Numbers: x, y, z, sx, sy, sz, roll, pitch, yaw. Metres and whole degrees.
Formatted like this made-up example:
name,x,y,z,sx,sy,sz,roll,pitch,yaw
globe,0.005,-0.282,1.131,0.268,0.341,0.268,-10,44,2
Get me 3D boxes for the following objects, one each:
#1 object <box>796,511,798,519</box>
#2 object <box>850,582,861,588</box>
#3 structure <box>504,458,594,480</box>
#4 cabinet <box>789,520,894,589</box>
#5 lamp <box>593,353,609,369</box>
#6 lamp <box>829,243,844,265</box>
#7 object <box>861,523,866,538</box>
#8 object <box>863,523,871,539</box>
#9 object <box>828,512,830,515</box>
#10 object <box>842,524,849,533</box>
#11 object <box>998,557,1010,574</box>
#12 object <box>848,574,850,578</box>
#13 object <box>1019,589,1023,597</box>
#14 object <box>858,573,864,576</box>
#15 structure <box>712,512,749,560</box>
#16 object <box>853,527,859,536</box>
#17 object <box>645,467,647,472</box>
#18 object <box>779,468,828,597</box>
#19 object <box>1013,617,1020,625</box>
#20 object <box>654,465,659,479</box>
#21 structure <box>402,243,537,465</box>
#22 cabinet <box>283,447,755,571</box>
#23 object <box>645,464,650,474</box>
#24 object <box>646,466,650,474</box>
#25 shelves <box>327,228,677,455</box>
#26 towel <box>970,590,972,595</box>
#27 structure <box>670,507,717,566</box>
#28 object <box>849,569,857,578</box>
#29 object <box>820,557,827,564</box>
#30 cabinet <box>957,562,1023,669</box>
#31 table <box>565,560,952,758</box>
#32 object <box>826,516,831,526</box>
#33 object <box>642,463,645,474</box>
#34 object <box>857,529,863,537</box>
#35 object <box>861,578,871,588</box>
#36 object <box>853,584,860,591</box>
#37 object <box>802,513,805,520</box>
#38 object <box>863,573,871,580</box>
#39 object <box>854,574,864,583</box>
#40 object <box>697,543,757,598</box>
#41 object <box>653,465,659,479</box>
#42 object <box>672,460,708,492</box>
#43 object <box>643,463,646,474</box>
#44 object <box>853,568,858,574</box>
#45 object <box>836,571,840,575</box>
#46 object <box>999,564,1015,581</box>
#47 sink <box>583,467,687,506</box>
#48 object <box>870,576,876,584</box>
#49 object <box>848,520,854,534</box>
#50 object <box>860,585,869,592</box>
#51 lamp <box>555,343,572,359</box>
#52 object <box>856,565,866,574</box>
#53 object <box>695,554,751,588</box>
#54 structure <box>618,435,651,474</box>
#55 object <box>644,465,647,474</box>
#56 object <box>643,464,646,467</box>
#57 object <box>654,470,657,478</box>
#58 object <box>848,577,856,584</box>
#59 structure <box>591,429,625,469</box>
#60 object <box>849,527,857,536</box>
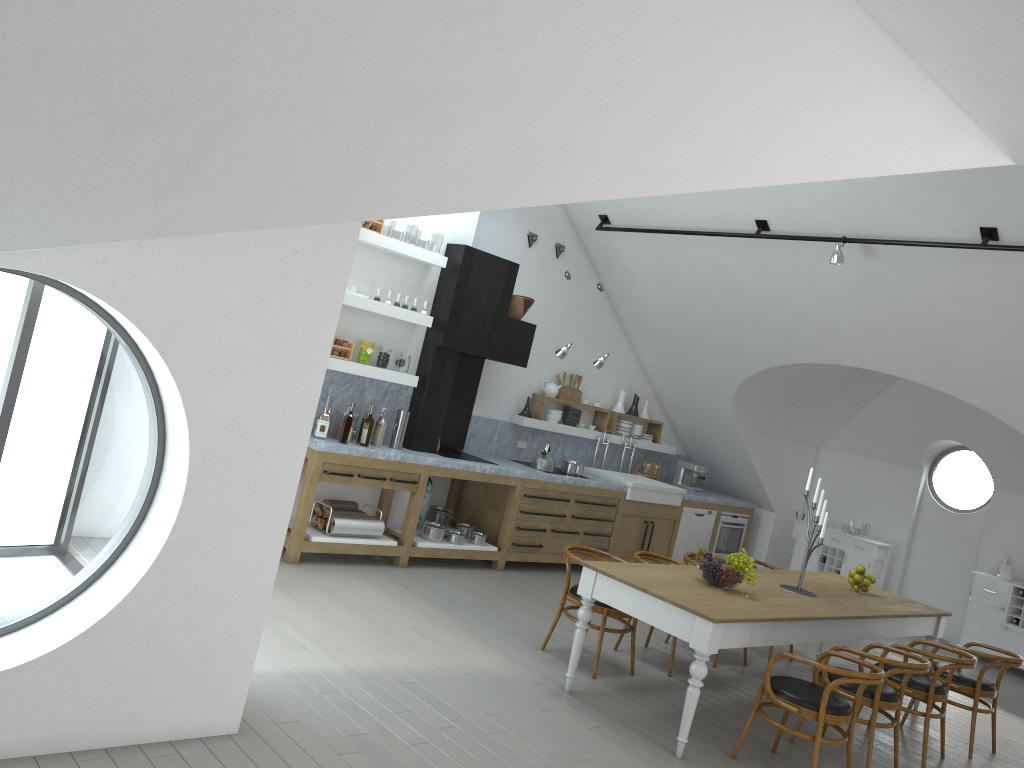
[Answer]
name,x,y,z,sx,sy,sz,roll,pitch,yaw
object,3.606,1.742,11.193,0.088,0.269,0.029,13,-1,21
object,2.701,1.573,6.967,0.080,0.074,0.078,13,0,2
structure,0.387,0.904,9.208,0.734,0.041,0.649,13,1,-43
cabinet,3.960,2.196,10.844,0.495,0.789,1.138,14,-1,-43
lamp,0.908,-0.237,9.024,0.169,0.176,0.112,13,-1,39
lamp,2.629,-1.043,7.131,0.113,0.175,0.114,13,-1,10
object,4.253,1.772,10.728,0.054,0.179,0.054,13,-1,24
object,4.269,1.772,10.666,0.063,0.187,0.062,13,-1,32
object,3.968,1.691,11.170,0.024,0.164,0.039,14,-1,-30
object,4.039,1.758,10.749,0.081,0.105,0.082,14,-1,-30
object,5.473,2.025,9.845,0.065,0.209,0.116,14,-1,-41
object,2.687,1.518,6.999,0.062,0.059,0.062,14,0,-39
object,5.479,2.228,9.445,0.358,0.094,0.093,13,0,-42
object,2.743,1.502,6.964,0.053,0.051,0.052,13,0,18
structure,2.495,1.853,11.134,0.630,0.637,0.633,14,-1,-43
object,4.184,1.799,10.775,0.095,0.093,0.093,13,-1,35
object,1.633,1.069,10.842,0.023,0.196,0.018,12,-2,42
object,2.162,1.055,6.376,0.266,0.875,0.773,13,-1,21
object,5.430,2.531,9.418,0.330,0.085,0.156,13,0,-42
object,1.788,1.105,11.011,0.022,0.196,0.019,15,-2,-42
structure,-0.467,-0.281,8.424,1.071,1.886,0.783,14,-1,-43
cabinet,0.356,1.467,9.353,6.405,1.022,1.007,13,0,-43
object,1.647,1.069,10.828,0.040,0.192,0.042,14,-1,-6
object,1.647,1.082,10.842,0.044,0.179,0.019,13,-1,32
shelves,0.263,-0.224,9.274,0.481,1.362,5.529,13,0,42
towel,5.178,2.282,9.902,0.149,0.204,0.049,14,-1,-42
structure,1.932,1.820,10.624,0.721,0.823,0.600,14,-1,-43
object,2.674,1.485,6.944,0.066,0.071,0.072,13,0,17
object,3.848,2.160,10.833,0.316,0.085,0.082,13,0,-42
cabinet,5.519,2.511,9.407,0.607,1.154,1.246,14,-1,-43
table,1.855,1.840,6.237,3.336,0.799,1.022,13,0,-43
object,3.953,1.721,11.192,0.066,0.138,0.101,14,-1,-43
object,1.611,1.064,10.837,0.019,0.196,0.022,13,-2,35
object,4.191,1.798,10.683,0.071,0.099,0.071,14,-1,-20
object,2.742,1.540,6.866,0.071,0.072,0.070,13,0,12
object,2.684,1.584,6.901,0.051,0.050,0.050,14,-1,-39
object,3.642,1.751,11.153,0.029,0.269,0.088,14,-1,-16
object,2.763,1.499,6.899,0.053,0.057,0.058,14,0,-28
object,2.687,1.506,6.873,0.071,0.064,0.072,13,0,41
object,1.372,1.173,5.718,0.394,0.284,0.292,13,0,11
object,1.780,1.100,10.985,0.040,0.192,0.042,13,-1,7
object,2.278,1.167,11.068,0.323,0.320,0.388,14,0,-43
object,1.613,1.064,10.848,0.018,0.196,0.020,14,-1,-33
object,2.728,1.482,7.013,0.062,0.059,0.062,14,-1,-42
object,3.982,2.299,10.709,0.316,0.083,0.082,13,0,-43
object,5.369,2.048,9.619,0.157,0.160,0.154,14,0,-15
sink,1.378,1.166,10.017,1.017,0.202,0.729,13,0,-43
object,2.811,1.527,6.917,0.063,0.063,0.062,13,0,10
object,4.119,1.744,10.782,0.048,0.169,0.048,13,-1,35
object,2.752,1.593,6.917,0.063,0.063,0.063,14,0,-32
lamp,0.493,-0.330,8.636,0.115,0.178,0.165,14,-1,-24
object,2.731,1.450,6.933,0.072,0.074,0.072,14,-1,-43
object,1.351,1.233,5.745,0.361,0.160,0.359,14,0,28
structure,1.463,0.873,10.421,0.333,0.530,0.213,13,-1,28
object,1.617,1.075,10.819,0.020,0.179,0.044,13,-1,12
object,1.614,1.061,10.864,0.040,0.192,0.042,14,-1,-5
object,1.783,1.104,11.001,0.018,0.196,0.020,14,-1,-21
object,2.652,1.536,6.921,0.060,0.056,0.059,13,0,42
structure,1.115,0.792,10.091,0.333,0.530,0.213,13,-1,28
object,4.114,1.787,10.715,0.077,0.085,0.077,13,-1,35
